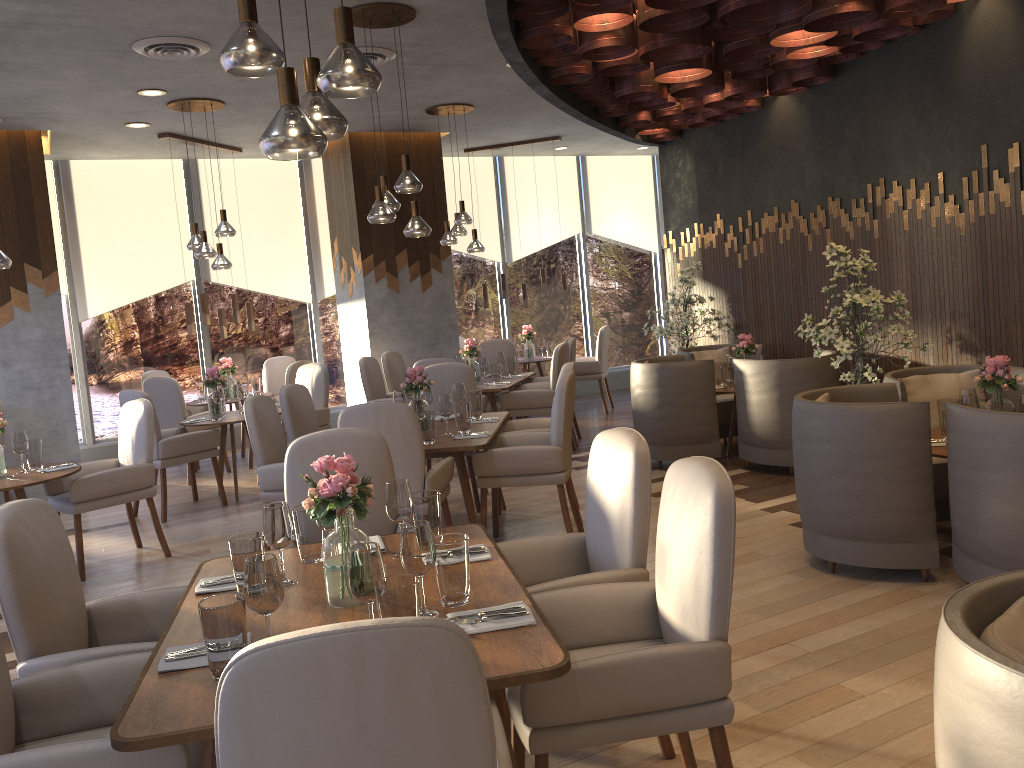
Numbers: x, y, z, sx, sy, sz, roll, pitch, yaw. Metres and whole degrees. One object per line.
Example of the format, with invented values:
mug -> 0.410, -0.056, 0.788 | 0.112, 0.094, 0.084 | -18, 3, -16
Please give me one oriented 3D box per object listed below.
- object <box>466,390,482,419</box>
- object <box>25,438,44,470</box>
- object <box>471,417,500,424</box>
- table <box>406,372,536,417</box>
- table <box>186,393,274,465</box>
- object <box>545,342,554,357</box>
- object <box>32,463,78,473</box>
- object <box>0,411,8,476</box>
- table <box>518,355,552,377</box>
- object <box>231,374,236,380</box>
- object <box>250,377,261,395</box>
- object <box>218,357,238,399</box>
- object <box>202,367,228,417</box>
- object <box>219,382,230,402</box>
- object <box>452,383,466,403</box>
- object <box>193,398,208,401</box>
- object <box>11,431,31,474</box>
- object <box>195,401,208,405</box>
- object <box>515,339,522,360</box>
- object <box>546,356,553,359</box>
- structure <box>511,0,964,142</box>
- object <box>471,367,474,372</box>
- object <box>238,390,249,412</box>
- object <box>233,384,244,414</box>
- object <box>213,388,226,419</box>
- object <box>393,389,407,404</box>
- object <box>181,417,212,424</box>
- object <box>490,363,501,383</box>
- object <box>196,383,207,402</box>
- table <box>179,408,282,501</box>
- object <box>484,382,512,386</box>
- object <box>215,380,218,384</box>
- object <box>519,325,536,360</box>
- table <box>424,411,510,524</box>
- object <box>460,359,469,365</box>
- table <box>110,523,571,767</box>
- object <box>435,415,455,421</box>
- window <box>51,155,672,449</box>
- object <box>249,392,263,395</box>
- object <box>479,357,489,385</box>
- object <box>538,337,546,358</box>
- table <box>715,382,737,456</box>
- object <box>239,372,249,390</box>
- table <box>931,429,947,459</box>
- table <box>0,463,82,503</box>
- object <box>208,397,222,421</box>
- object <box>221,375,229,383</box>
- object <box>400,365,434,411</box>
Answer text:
object -> -0.244, 0.138, 5.866 | 0.102, 0.178, 0.102 | -7, 5, -27
object -> -2.889, 0.425, 5.365 | 0.102, 0.178, 0.102 | -6, 5, -7
object -> -0.206, 0.231, 5.709 | 0.255, 0.019, 0.158 | -4, 6, 7
table -> -0.333, 0.315, 8.320 | 0.964, 0.664, 1.311 | -4, 6, 13
table -> -2.782, 0.473, 8.876 | 0.834, 0.660, 0.836 | -6, 5, -7
object -> 0.456, -0.414, 10.606 | 0.102, 0.178, 0.102 | -9, 6, -43
object -> -2.738, 0.500, 5.289 | 0.256, 0.019, 0.157 | -10, 8, -43
object -> -3.073, 0.337, 5.222 | 0.210, 0.415, 0.198 | -2, 5, 35
table -> 0.246, 0.030, 10.583 | 0.836, 0.660, 0.834 | -9, 6, -36
object -> -2.849, 0.009, 9.008 | 0.092, 0.244, 0.092 | -7, 5, -19
object -> -2.567, 0.029, 8.897 | 0.102, 0.178, 0.102 | -7, 5, -25
object -> -2.837, -0.063, 8.867 | 0.210, 0.415, 0.198 | -6, 5, -15
object -> -2.457, 0.063, 7.335 | 0.210, 0.415, 0.198 | -3, 5, 20
object -> -2.780, 0.079, 8.596 | 0.102, 0.178, 0.102 | -1, 6, 43
object -> -0.341, 0.119, 5.810 | 0.092, 0.244, 0.092 | -9, 6, -41
object -> -3.074, 0.147, 8.964 | 0.255, 0.019, 0.158 | -3, 6, 15
object -> -2.911, 0.405, 5.255 | 0.092, 0.244, 0.092 | -3, 5, 27
object -> -2.939, 0.173, 8.600 | 0.157, 0.019, 0.256 | -3, 6, 17
object -> 0.079, -0.406, 10.529 | 0.092, 0.244, 0.092 | -5, 4, -5
object -> 0.482, -0.319, 10.447 | 0.255, 0.019, 0.158 | -4, 6, 11
structure -> 1.327, -2.146, 4.176 | 2.754, 0.555, 9.480 | -5, 6, 3
object -> -0.378, -0.054, 7.824 | 0.102, 0.178, 0.102 | -1, 6, 43
object -> -2.280, 0.146, 7.533 | 0.102, 0.178, 0.102 | -8, 6, -36
object -> -2.285, 0.125, 7.422 | 0.092, 0.244, 0.092 | -4, 5, 18
object -> -2.368, 0.157, 7.179 | 0.092, 0.244, 0.092 | -8, 5, -34
object -> -0.718, 0.161, 5.728 | 0.092, 0.244, 0.092 | -3, 5, 25
object -> -2.515, 0.288, 7.133 | 0.157, 0.019, 0.256 | -1, 7, 37
object -> -0.146, -0.100, 8.072 | 0.102, 0.178, 0.102 | -8, 6, -37
object -> -3.073, 0.084, 8.792 | 0.102, 0.178, 0.102 | -4, 5, 11
table -> -2.267, 0.590, 7.317 | 0.833, 0.660, 0.836 | -1, 7, 37
object -> -0.135, -0.004, 7.912 | 0.255, 0.019, 0.158 | -3, 6, 16
object -> -2.975, 0.039, 8.830 | 0.092, 0.244, 0.092 | -1, 6, 40
object -> 0.198, -0.490, 10.417 | 0.210, 0.415, 0.198 | -1, 6, 40
table -> -0.521, 0.624, 5.509 | 0.964, 0.664, 1.311 | -4, 6, 6
object -> -0.418, -0.094, 7.925 | 0.092, 0.244, 0.092 | -7, 5, -25
table -> -0.427, 0.931, 2.483 | 0.965, 0.664, 1.310 | -6, 6, -11
object -> -0.449, 0.225, 5.978 | 0.157, 0.019, 0.256 | -5, 6, 3
window -> -2.979, -0.813, 6.751 | 8.055, 3.191, 16.174 | -3, 6, 18
object -> -2.701, 0.099, 9.106 | 0.157, 0.019, 0.256 | -2, 6, 23
object -> -0.251, -0.120, 8.031 | 0.092, 0.244, 0.092 | -8, 5, -32
object -> 0.355, -0.433, 10.556 | 0.092, 0.244, 0.092 | -8, 5, -37
table -> 1.945, 0.283, 7.216 | 0.835, 0.560, 0.834 | -9, 6, -34
object -> -2.673, 0.009, 8.862 | 0.092, 0.244, 0.092 | -3, 5, 22
table -> 2.354, 0.553, 4.280 | 0.833, 0.560, 0.836 | -4, 6, 15
table -> -2.927, 0.873, 5.158 | 0.833, 0.660, 0.836 | -3, 6, 22
object -> -2.365, 0.201, 7.072 | 0.102, 0.178, 0.102 | -1, 6, 43
object -> -2.821, 0.039, 8.696 | 0.092, 0.244, 0.092 | -2, 5, 36
object -> -0.583, 0.093, 5.474 | 0.210, 0.415, 0.198 | -3, 5, 20
